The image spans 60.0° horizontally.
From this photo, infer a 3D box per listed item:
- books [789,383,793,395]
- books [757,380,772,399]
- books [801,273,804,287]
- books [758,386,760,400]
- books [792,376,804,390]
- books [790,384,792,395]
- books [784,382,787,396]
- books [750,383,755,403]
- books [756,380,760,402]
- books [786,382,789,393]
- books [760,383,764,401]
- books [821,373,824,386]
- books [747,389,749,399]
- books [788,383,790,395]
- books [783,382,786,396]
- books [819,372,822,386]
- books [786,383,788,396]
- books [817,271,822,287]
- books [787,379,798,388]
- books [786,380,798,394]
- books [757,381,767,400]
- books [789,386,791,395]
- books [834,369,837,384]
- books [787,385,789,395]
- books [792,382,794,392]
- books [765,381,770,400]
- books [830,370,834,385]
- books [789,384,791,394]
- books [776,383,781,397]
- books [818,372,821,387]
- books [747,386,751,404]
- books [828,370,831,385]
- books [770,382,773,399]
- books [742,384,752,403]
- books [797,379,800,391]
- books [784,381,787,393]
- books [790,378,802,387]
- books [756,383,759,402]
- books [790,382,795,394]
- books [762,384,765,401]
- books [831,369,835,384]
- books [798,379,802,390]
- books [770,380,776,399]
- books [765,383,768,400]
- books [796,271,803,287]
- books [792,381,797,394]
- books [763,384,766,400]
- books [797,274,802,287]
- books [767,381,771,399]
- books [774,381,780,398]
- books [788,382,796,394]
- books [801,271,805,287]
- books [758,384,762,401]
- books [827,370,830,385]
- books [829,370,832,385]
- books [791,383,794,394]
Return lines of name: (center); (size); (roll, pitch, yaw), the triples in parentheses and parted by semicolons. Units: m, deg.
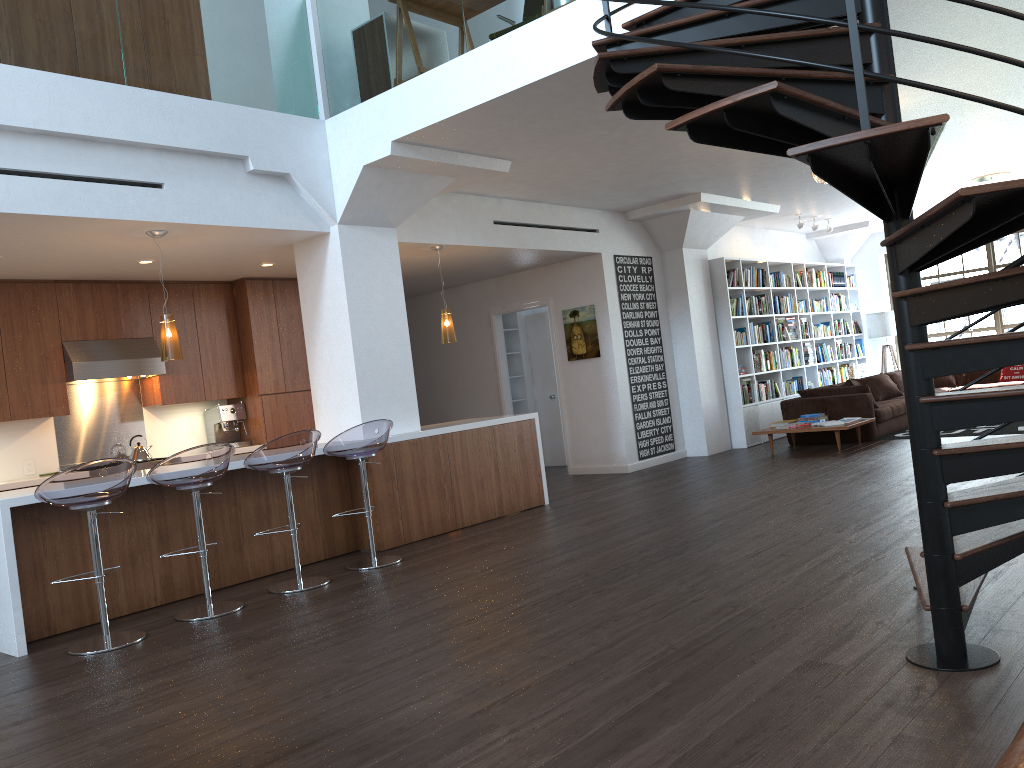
books: (3.855, 0.071, 12.394); (0.120, 0.167, 0.020); (-7, 0, 41)
books: (3.384, 0.081, 11.890); (0.180, 0.259, 0.042); (-7, 0, 41)
books: (4.184, -1.508, 12.993); (0.161, 0.223, 0.032); (-7, 0, 41)
books: (3.163, 0.113, 11.635); (0.160, 0.251, 0.031); (-7, 0, 41)
books: (4.096, 0.009, 12.689); (0.140, 0.231, 0.042); (-7, 0, 41)
books: (3.844, 0.079, 12.379); (0.110, 0.153, 0.018); (-7, 0, 41)
books: (3.712, 0.073, 12.250); (0.136, 0.196, 0.045); (-7, 0, 41)
books: (3.050, 0.125, 11.506); (0.180, 0.251, 0.048); (-7, 0, 41)
books: (3.128, 0.100, 11.611); (0.198, 0.284, 0.049); (-7, 0, 41)
books: (3.778, 0.071, 12.328); (0.134, 0.184, 0.030); (-7, 0, 41)
books: (3.212, 0.116, 11.692); (0.176, 0.231, 0.053); (-7, 0, 41)
books: (4.542, -0.045, 13.207); (0.168, 0.231, 0.037); (-7, 0, 41)
books: (2.956, 0.151, 11.389); (0.161, 0.223, 0.033); (-7, 0, 41)
books: (3.796, 0.072, 12.346); (0.128, 0.178, 0.022); (-7, 0, 41)
books: (3.688, 0.079, 12.217); (0.139, 0.191, 0.036); (-7, 0, 41)
books: (4.498, -0.044, 13.156); (0.174, 0.240, 0.045); (-7, 0, 41)
books: (3.753, 0.077, 12.287); (0.128, 0.178, 0.022); (-7, 0, 41)
books: (4.610, -1.575, 13.491); (0.183, 0.253, 0.034); (-7, 0, 41)
books: (3.970, 0.039, 12.544); (0.146, 0.202, 0.027); (-7, 0, 41)
books: (3.953, 0.047, 12.516); (0.139, 0.191, 0.036); (-7, 0, 41)
books: (3.285, 0.095, 11.775); (0.183, 0.253, 0.042); (-7, 0, 41)
books: (3.816, 0.073, 12.355); (0.109, 0.171, 0.018); (-7, 0, 41)
books: (4.863, -0.098, 13.565); (0.180, 0.259, 0.060); (-7, 0, 41)
books: (3.766, 0.076, 12.304); (0.128, 0.178, 0.021); (-7, 0, 41)
books: (3.893, 0.066, 12.429); (0.107, 0.167, 0.017); (-7, 0, 41)
books: (3.336, 0.094, 11.828); (0.171, 0.246, 0.039); (-7, 0, 41)
books: (4.781, -0.078, 13.476); (0.174, 0.240, 0.045); (-7, 0, 41)
books: (3.833, 0.080, 12.364); (0.110, 0.153, 0.019); (-7, 0, 41)
books: (3.550, 0.088, 12.057); (0.161, 0.207, 0.135); (-7, 0, 41)
books: (4.471, -0.047, 13.127); (0.183, 0.253, 0.034); (-7, 0, 41)
books: (2.983, 0.148, 11.407); (0.161, 0.223, 0.032); (-7, 0, 41)
books: (4.707, -0.076, 13.378); (0.183, 0.253, 0.034); (-7, 0, 41)
books: (3.406, 0.093, 11.931); (0.168, 0.231, 0.045); (-7, 0, 41)
books: (2.995, 0.132, 11.444); (0.183, 0.253, 0.042); (-7, 0, 41)
books: (3.994, 0.036, 12.558); (0.146, 0.202, 0.027); (-7, 0, 41)
books: (3.733, 0.069, 12.275); (0.127, 0.200, 0.020); (-7, 0, 41)
books: (4.057, 0.026, 12.664); (0.144, 0.207, 0.048); (-7, 0, 41)
books: (3.108, 0.105, 11.559); (0.174, 0.278, 0.054); (-7, 0, 41)
books: (3.900, 0.064, 12.451); (0.122, 0.169, 0.023); (-7, 0, 41)
books: (3.246, 0.116, 11.720); (0.161, 0.223, 0.033); (-7, 0, 41)
books: (4.814, -0.089, 13.498); (0.183, 0.253, 0.034); (-7, 0, 41)
books: (4.044, 0.030, 12.623); (0.146, 0.202, 0.027); (-7, 0, 41)
books: (3.445, 0.077, 11.951); (0.183, 0.253, 0.042); (-7, 0, 41)
books: (3.313, 0.108, 11.801); (0.161, 0.223, 0.033); (-7, 0, 41)
books: (4.155, -1.518, 12.976); (0.160, 0.251, 0.031); (-7, 0, 41)
books: (3.936, 0.055, 12.492); (0.128, 0.178, 0.021); (-7, 0, 41)
books: (3.272, 0.122, 11.741); (0.161, 0.223, 0.030); (-7, 0, 41)
books: (4.113, -1.490, 12.908); (0.161, 0.207, 0.130); (-7, 0, 41)
books: (3.360, 0.089, 11.859); (0.160, 0.251, 0.039); (-7, 0, 41)
books: (3.505, 0.079, 12.019); (0.174, 0.236, 0.142); (-7, 0, 41)
books: (3.919, 0.060, 12.472); (0.126, 0.173, 0.032); (-7, 0, 41)
books: (4.201, -1.524, 13.023); (0.160, 0.251, 0.039); (-7, 0, 41)
books: (3.191, 0.123, 11.652); (0.161, 0.223, 0.032); (-7, 0, 41)
books: (4.682, -0.073, 13.356); (0.183, 0.253, 0.034); (-7, 0, 41)
books: (4.735, -0.076, 13.414); (0.171, 0.246, 0.057); (-7, 0, 41)
books: (3.877, 0.070, 12.410); (0.106, 0.162, 0.032); (-7, 0, 41)
